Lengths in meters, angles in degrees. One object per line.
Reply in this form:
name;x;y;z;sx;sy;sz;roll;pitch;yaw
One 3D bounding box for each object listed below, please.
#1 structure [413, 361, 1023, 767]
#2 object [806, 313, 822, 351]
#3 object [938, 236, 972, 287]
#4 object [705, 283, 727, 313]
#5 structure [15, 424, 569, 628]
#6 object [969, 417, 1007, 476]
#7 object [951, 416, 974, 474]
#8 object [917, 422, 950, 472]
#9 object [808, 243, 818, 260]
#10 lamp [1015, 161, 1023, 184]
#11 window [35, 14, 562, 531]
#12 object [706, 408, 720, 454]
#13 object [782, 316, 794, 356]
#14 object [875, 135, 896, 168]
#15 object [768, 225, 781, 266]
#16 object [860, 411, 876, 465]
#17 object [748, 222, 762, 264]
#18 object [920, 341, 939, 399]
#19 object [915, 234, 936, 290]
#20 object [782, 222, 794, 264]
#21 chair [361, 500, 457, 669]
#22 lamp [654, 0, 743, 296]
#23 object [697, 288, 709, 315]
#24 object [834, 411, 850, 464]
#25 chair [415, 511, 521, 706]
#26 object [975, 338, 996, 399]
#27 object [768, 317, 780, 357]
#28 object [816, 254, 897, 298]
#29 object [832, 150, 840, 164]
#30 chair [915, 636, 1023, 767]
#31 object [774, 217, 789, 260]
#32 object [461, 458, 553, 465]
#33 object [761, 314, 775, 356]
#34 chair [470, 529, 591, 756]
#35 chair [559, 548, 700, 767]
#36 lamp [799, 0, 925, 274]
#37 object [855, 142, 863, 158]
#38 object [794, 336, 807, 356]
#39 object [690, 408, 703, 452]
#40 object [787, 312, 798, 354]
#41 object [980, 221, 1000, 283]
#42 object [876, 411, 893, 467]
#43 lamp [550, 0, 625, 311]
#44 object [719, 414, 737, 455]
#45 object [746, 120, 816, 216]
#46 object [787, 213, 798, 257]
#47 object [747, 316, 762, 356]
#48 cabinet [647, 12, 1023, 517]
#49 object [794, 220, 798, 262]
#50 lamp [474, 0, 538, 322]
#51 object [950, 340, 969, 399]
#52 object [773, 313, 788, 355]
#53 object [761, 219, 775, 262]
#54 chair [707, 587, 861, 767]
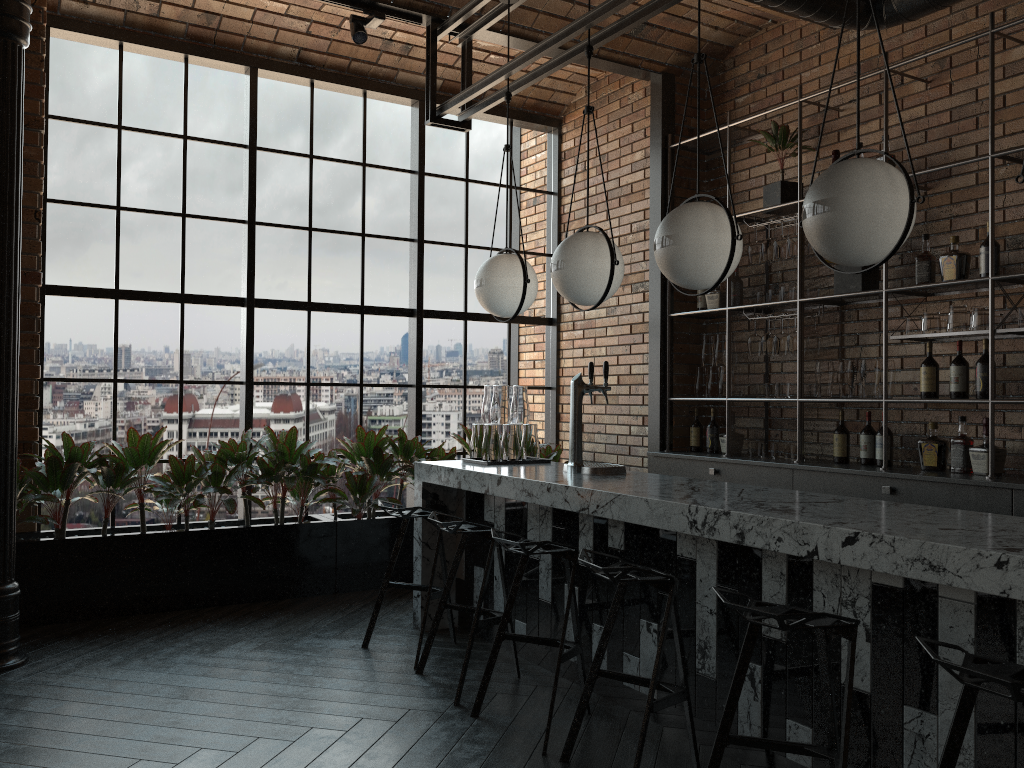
structure;1.670;0.597;3.022;1.930;1.430;5.346;1;-1;-31
object;1.798;-0.295;5.275;0.092;0.244;0.092;1;-1;-25
object;2.217;-0.616;4.441;0.094;0.248;0.151;1;-1;-27
object;1.357;-0.615;5.854;0.123;0.279;0.123;1;-1;-42
structure;-1.209;0.797;5.783;4.107;1.072;0.757;1;-1;-32
object;2.289;0.301;4.265;0.123;0.279;0.123;1;-1;-17
object;2.229;0.300;4.391;0.083;0.282;0.083;1;-1;-31
object;2.149;0.319;4.523;0.094;0.248;0.151;1;-1;-42
object;1.803;-0.868;5.285;0.092;0.244;0.092;1;-1;-25
lamp;1.481;-1.234;2.200;0.340;1.754;0.340;0;-1;15
window;-6.594;-0.641;3.034;16.179;3.253;0.168;1;-1;-31
object;1.327;0.308;5.850;0.086;0.297;0.086;0;-1;3
object;1.694;-0.293;5.449;0.092;0.244;0.092;1;-1;-25
object;2.018;-1.203;4.794;0.083;0.282;0.083;1;-1;-16
object;1.643;-0.865;5.553;0.092;0.244;0.092;1;-1;-25
object;1.967;0.297;4.891;0.086;0.298;0.086;0;-1;18
object;1.501;-0.867;5.469;0.092;0.244;0.092;1;-1;-25
object;2.146;-0.069;4.555;0.086;0.299;0.086;0;-1;18
object;2.135;-0.632;4.579;0.083;0.282;0.083;0;-1;44
object;1.699;-0.866;5.459;0.092;0.244;0.092;1;-1;-25
chair;-0.443;0.946;4.382;0.414;0.737;0.475;1;-1;-41
lamp;0.729;-1.220;3.457;0.340;1.754;0.340;0;-1;15
object;1.304;-0.624;6.030;0.086;0.298;0.086;0;-1;18
object;1.864;0.300;5.013;0.086;0.299;0.086;0;-1;18
chair;-0.150;0.941;3.892;0.414;0.737;0.475;1;-1;-26
object;2.296;-0.073;4.298;0.086;0.297;0.086;0;-1;18
object;1.637;-0.292;5.544;0.092;0.244;0.092;1;-1;-25
object;1.916;-0.749;4.895;0.425;0.526;0.430;1;-1;-19
object;1.853;-1.197;5.072;0.123;0.279;0.123;1;-1;-42
chair;1.085;0.917;1.829;0.414;0.737;0.475;1;-1;-26
object;1.609;-0.869;5.289;0.092;0.244;0.092;1;-1;-25
object;-0.028;0.418;4.837;0.437;0.019;0.273;1;-1;-31
object;1.552;-0.296;5.365;0.092;0.244;0.092;1;-1;-25
chair;0.139;0.935;3.409;0.414;0.737;0.475;1;-1;-36
chair;0.438;0.929;2.911;0.414;0.737;0.475;1;-1;-21
lamp;1.105;-1.227;2.828;0.340;1.754;0.340;0;-1;15
object;1.933;-1.201;4.936;0.083;0.282;0.083;0;-1;44
object;1.745;-0.294;5.364;0.092;0.244;0.092;1;-1;-25
object;1.255;0.312;6.030;0.086;0.299;0.086;0;-1;18
object;1.657;-0.298;5.191;0.092;0.244;0.092;1;-1;-25
object;2.318;-0.642;4.301;0.086;0.298;0.086;0;-1;18
object;2.007;0.296;4.777;0.086;0.298;0.086;0;-1;18
lamp;0.352;-1.212;4.086;0.340;1.754;0.340;0;-1;15
object;1.417;0.318;5.721;0.123;0.279;0.123;1;-1;-17
object;1.664;-1.330;5.440;0.422;0.554;0.377;1;-1;-43
object;1.662;-0.870;5.200;0.092;0.244;0.092;1;-1;-25
object;1.496;-0.295;5.459;0.092;0.244;0.092;1;-1;-25
cabinet;1.957;-0.482;4.797;0.564;3.779;7.075;1;-1;-31
object;1.750;-0.867;5.374;0.092;0.244;0.092;1;-1;-25
lamp;-0.024;-1.205;4.715;0.340;1.754;0.340;0;-1;15
object;2.242;-0.071;4.443;0.086;0.298;0.086;0;-1;18
object;1.603;-0.297;5.280;0.092;0.244;0.092;1;-1;-25
object;1.558;-0.868;5.374;0.092;0.244;0.092;1;-1;-25
chair;0.767;0.923;2.361;0.414;0.737;0.475;1;-1;-36
